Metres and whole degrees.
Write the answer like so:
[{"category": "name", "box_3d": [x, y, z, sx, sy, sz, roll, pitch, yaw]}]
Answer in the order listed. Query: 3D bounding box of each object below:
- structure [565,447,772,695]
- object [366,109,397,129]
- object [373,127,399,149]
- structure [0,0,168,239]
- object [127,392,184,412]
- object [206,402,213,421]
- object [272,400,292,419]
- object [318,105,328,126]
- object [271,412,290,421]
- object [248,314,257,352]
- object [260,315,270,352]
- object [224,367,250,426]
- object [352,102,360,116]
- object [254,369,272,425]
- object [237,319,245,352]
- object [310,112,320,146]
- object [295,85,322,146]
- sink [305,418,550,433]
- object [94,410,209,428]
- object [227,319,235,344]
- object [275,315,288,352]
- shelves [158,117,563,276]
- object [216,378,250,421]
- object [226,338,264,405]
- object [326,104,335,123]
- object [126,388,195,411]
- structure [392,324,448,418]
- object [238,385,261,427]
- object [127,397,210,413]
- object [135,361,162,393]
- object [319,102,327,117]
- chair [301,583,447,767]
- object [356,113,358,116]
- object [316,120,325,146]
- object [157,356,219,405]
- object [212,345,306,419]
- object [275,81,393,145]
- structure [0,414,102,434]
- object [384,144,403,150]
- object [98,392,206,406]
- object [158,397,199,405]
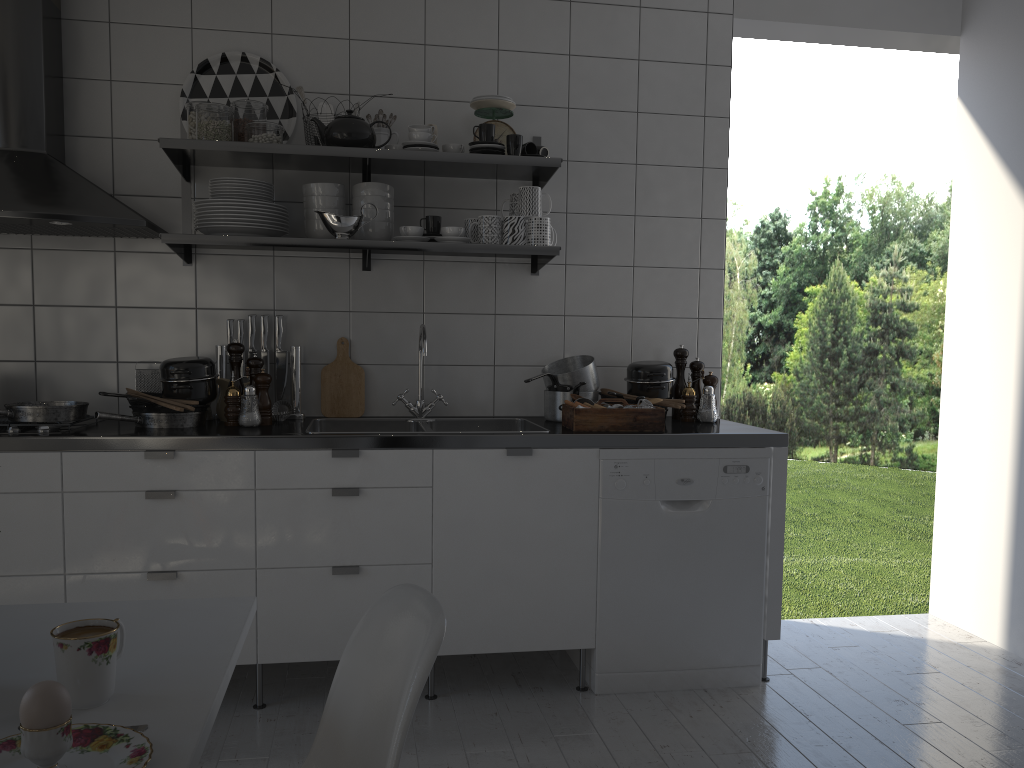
[{"category": "structure", "box_3d": [0.509, 0.589, 3.093, 0.574, 0.793, 0.507, 0, 4, -10]}, {"category": "object", "box_3d": [-0.457, -0.865, 3.101, 0.104, 0.204, 0.077, 0, 5, -12]}, {"category": "object", "box_3d": [-0.449, -0.822, 3.095, 0.084, 0.130, 0.083, -2, 5, -32]}, {"category": "structure", "box_3d": [-1.581, -1.040, 2.761, 0.868, 1.096, 0.470, 0, 5, -10]}, {"category": "object", "box_3d": [-1.111, 0.054, 2.747, 0.064, 0.044, 0.334, -2, 4, -43]}, {"category": "object", "box_3d": [-1.064, 0.091, 3.056, 0.052, 0.068, 0.066, 4, 5, 41]}, {"category": "object", "box_3d": [-0.811, 0.090, 3.133, 0.069, 0.068, 0.029, 0, 5, -5]}, {"category": "object", "box_3d": [-0.650, -0.873, 3.103, 0.028, 0.221, 0.100, -3, 6, -38]}, {"category": "object", "box_3d": [-0.807, 0.112, 3.068, 0.072, 0.031, 0.070, 0, 3, -10]}, {"category": "object", "box_3d": [-0.917, -0.180, 3.133, 0.033, 0.132, 0.022, 0, 5, -5]}, {"category": "object", "box_3d": [-0.875, -0.180, 3.140, 0.033, 0.132, 0.022, 0, 5, -5]}, {"category": "object", "box_3d": [-0.896, 0.039, 2.884, 0.080, 0.193, 0.058, -1, 5, -21]}, {"category": "object", "box_3d": [-0.574, -0.875, 3.095, 0.085, 0.227, 0.027, -2, 5, -27]}, {"category": "object", "box_3d": [-0.820, 0.042, 2.918, 0.058, 0.185, 0.058, 2, 5, 19]}, {"category": "object", "box_3d": [-0.956, -0.172, 3.128, 0.027, 0.115, 0.019, 0, 5, -14]}, {"category": "object", "box_3d": [-0.681, -0.855, 3.081, 0.023, 0.187, 0.080, -3, 6, -36]}, {"category": "object", "box_3d": [-0.679, -0.882, 3.005, 0.113, 0.250, 0.021, 0, 5, -5]}, {"category": "sink", "box_3d": [-0.290, 0.191, 2.973, 0.765, 0.112, 0.486, 0, 3, -10]}, {"category": "object", "box_3d": [-1.153, 0.104, 2.832, 0.351, 0.061, 0.231, -1, 3, -31]}, {"category": "object", "box_3d": [-0.991, -0.172, 3.122, 0.027, 0.115, 0.019, 0, 5, -14]}, {"category": "object", "box_3d": [-0.819, -0.179, 3.150, 0.046, 0.132, 0.022, 0, 5, -6]}, {"category": "shelves", "box_3d": [-1.110, -0.662, 2.899, 2.540, 0.514, 0.425, 0, 4, -10]}, {"category": "object", "box_3d": [-0.955, 0.054, 3.051, 0.127, 0.145, 0.115, 3, 5, 29]}, {"category": "object", "box_3d": [-0.891, -0.010, 2.964, 0.123, 0.283, 0.060, 0, 5, -5]}, {"category": "object", "box_3d": [-0.627, -0.878, 3.119, 0.025, 0.228, 0.085, -3, 6, -41]}, {"category": "object", "box_3d": [-1.101, 0.047, 2.758, 0.333, 0.061, 0.059, 3, 4, 38]}, {"category": "structure", "box_3d": [-0.295, -0.036, 3.168, 0.188, 0.354, 0.273, -2, 5, -33]}, {"category": "object", "box_3d": [-0.843, 0.070, 2.848, 0.069, 0.135, 0.069, -2, 5, -30]}, {"category": "object", "box_3d": [-1.129, 0.070, 2.811, 0.243, 0.082, 0.347, 3, 3, 32]}, {"category": "object", "box_3d": [-1.245, 0.022, 3.048, 0.101, 0.202, 0.080, -1, 5, -20]}, {"category": "object", "box_3d": [-0.660, -0.881, 3.120, 0.029, 0.233, 0.062, -1, 5, -22]}, {"category": "chair", "box_3d": [-0.354, 0.664, 1.040, 0.542, 0.803, 0.463, -1, 5, -21]}, {"category": "object", "box_3d": [-0.568, -0.850, 3.055, 0.090, 0.181, 0.023, -3, 6, -37]}, {"category": "object", "box_3d": [-0.660, -0.845, 3.071, 0.022, 0.168, 0.124, -1, 5, -24]}, {"category": "object", "box_3d": [-1.050, -0.009, 2.877, 0.197, 0.159, 0.190, 4, 5, 41]}, {"category": "object", "box_3d": [-0.900, -0.005, 3.152, 0.322, 0.261, 0.066, 0, 5, -10]}, {"category": "object", "box_3d": [-0.613, -0.898, 3.062, 0.378, 0.280, 0.197, -1, 4, -27]}, {"category": "structure", "box_3d": [-1.579, 0.118, 2.761, 0.467, 0.029, 0.489, 0, 3, -10]}, {"category": "object", "box_3d": [-0.390, -0.775, 2.988, 0.079, 0.048, 0.082, -1, 4, -35]}, {"category": "object", "box_3d": [-1.116, 0.056, 2.812, 0.246, 0.081, 0.355, 1, 3, -2]}, {"category": "object", "box_3d": [-1.092, 0.056, 2.796, 0.335, 0.021, 0.065, 3, 4, 44]}]
